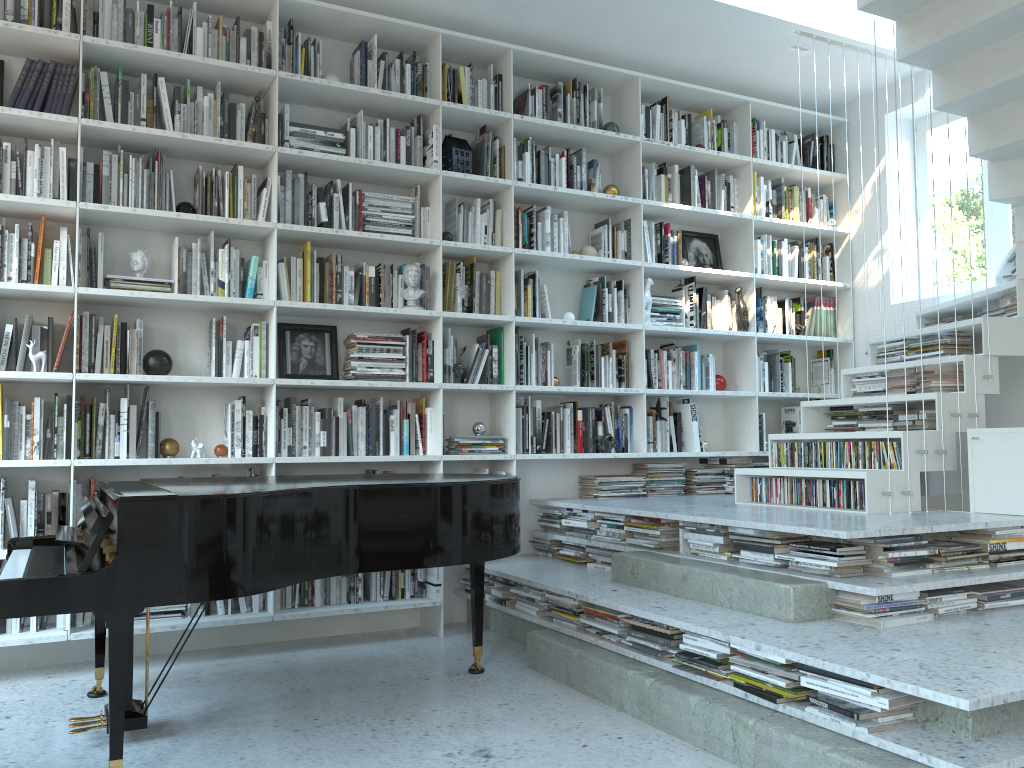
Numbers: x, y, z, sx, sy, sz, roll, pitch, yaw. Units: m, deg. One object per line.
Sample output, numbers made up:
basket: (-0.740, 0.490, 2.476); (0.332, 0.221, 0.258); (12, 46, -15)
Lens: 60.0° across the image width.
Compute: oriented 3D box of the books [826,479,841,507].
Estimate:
books: (1.505, 0.505, 4.105); (0.125, 0.125, 0.008); (1, -4, -27)

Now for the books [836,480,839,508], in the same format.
books: (1.532, 0.501, 4.052); (0.125, 0.125, 0.007); (1, -4, -27)

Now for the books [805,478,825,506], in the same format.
books: (1.445, 0.514, 4.223); (0.125, 0.125, 0.008); (1, -4, -27)

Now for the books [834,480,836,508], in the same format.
books: (1.525, 0.502, 4.065); (0.125, 0.125, 0.007); (1, -4, -27)

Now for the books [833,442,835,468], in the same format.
books: (1.594, 0.341, 4.263); (0.125, 0.125, 0.008); (1, -4, -27)

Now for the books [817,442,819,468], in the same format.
books: (1.547, 0.348, 4.355); (0.125, 0.125, 0.007); (1, -4, -27)

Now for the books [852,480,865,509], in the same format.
books: (1.574, 0.495, 3.970); (0.125, 0.125, 0.010); (1, -4, -27)

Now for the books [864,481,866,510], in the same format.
books: (1.603, 0.491, 3.913); (0.125, 0.125, 0.009); (1, -4, -27)

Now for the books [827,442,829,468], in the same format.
books: (1.576, 0.344, 4.298); (0.125, 0.125, 0.010); (1, -4, -27)

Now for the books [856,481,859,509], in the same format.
books: (1.584, 0.493, 3.949); (0.125, 0.125, 0.010); (1, -4, -27)

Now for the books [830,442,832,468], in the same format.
books: (1.585, 0.343, 4.282); (0.125, 0.125, 0.008); (1, -4, -27)

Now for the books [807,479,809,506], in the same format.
books: (1.452, 0.513, 4.210); (0.125, 0.125, 0.008); (1, -4, -27)

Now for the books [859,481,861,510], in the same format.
books: (1.589, 0.493, 3.939); (0.125, 0.125, 0.013); (1, -4, -27)

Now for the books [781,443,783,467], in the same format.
books: (1.437, 0.365, 4.572); (0.125, 0.125, 0.010); (1, -4, -27)

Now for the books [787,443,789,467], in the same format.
books: (1.457, 0.362, 4.534); (0.125, 0.125, 0.007); (1, -4, -27)

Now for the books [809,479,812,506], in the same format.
books: (1.458, 0.512, 4.197); (0.125, 0.125, 0.008); (1, -4, -27)

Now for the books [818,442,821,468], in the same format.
books: (1.552, 0.348, 4.347); (0.125, 0.125, 0.010); (1, -4, -27)

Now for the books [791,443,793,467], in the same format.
books: (1.468, 0.360, 4.511); (0.125, 0.125, 0.010); (1, -4, -27)

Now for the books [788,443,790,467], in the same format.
books: (1.460, 0.361, 4.527); (0.125, 0.125, 0.008); (1, -4, -27)

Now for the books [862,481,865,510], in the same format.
books: (1.598, 0.491, 3.921); (0.125, 0.125, 0.011); (1, -4, -27)

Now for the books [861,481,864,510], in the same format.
books: (1.594, 0.492, 3.930); (0.125, 0.125, 0.009); (1, -4, -27)

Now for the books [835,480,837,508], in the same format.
books: (1.528, 0.502, 4.059); (0.125, 0.125, 0.007); (1, -4, -27)

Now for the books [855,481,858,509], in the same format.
books: (1.579, 0.494, 3.959); (0.125, 0.125, 0.014); (1, -4, -27)

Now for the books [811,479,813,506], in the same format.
books: (1.462, 0.512, 4.190); (0.125, 0.125, 0.007); (1, -4, -27)

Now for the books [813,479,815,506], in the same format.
books: (1.469, 0.511, 4.175); (0.125, 0.125, 0.008); (1, -4, -27)

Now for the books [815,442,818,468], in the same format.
books: (1.543, 0.349, 4.364); (0.125, 0.125, 0.009); (1, -4, -27)

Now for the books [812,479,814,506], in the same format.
books: (1.465, 0.511, 4.183); (0.125, 0.125, 0.008); (1, -4, -27)

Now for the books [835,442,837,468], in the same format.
books: (1.598, 0.341, 4.256); (0.125, 0.125, 0.007); (1, -4, -27)

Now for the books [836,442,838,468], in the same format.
books: (1.601, 0.340, 4.249); (0.125, 0.125, 0.008); (1, -4, -27)

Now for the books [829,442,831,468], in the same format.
books: (1.581, 0.343, 4.289); (0.125, 0.125, 0.008); (1, -4, -27)

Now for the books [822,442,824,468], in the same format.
books: (1.562, 0.346, 4.326); (0.125, 0.125, 0.010); (1, -4, -27)

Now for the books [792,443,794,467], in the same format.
books: (1.473, 0.360, 4.502); (0.125, 0.125, 0.010); (1, -4, -27)

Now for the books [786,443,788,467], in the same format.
books: (1.453, 0.362, 4.541); (0.125, 0.125, 0.007); (1, -4, -27)

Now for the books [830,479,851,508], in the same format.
books: (1.516, 0.504, 4.083); (0.125, 0.125, 0.012); (1, -4, -27)

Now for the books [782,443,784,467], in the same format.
books: (1.441, 0.364, 4.564); (0.125, 0.125, 0.012); (1, -4, -27)

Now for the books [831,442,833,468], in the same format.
books: (1.588, 0.342, 4.276); (0.125, 0.125, 0.008); (1, -4, -27)

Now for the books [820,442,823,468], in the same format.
books: (1.557, 0.347, 4.336); (0.125, 0.125, 0.014); (1, -4, -27)

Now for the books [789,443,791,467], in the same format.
books: (1.464, 0.361, 4.520); (0.125, 0.125, 0.008); (1, -4, -27)

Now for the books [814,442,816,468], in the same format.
books: (1.540, 0.350, 4.371); (0.125, 0.125, 0.010); (1, -4, -27)

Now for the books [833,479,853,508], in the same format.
books: (1.521, 0.503, 4.073); (0.125, 0.125, 0.008); (1, -4, -27)

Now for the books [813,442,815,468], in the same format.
books: (1.534, 0.350, 4.381); (0.125, 0.125, 0.012); (1, -4, -27)

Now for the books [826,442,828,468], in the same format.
books: (1.573, 0.345, 4.305); (0.125, 0.125, 0.007); (1, -4, -27)

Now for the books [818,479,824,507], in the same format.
books: (1.483, 0.508, 4.148); (0.125, 0.125, 0.008); (1, -4, -27)

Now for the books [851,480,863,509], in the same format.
books: (1.569, 0.496, 3.978); (0.125, 0.125, 0.007); (1, -4, -27)

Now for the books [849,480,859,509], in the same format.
books: (1.565, 0.496, 3.987); (0.125, 0.125, 0.009); (1, -4, -27)

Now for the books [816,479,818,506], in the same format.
books: (1.476, 0.510, 4.162); (0.125, 0.125, 0.010); (1, -4, -27)

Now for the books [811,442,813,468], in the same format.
books: (1.530, 0.351, 4.390); (0.125, 0.125, 0.008); (1, -4, -27)

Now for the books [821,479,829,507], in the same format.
books: (1.490, 0.507, 4.135); (0.125, 0.125, 0.007); (1, -4, -27)

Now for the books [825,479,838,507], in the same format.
books: (1.501, 0.506, 4.112); (0.125, 0.125, 0.011); (1, -4, -27)

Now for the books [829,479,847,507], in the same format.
books: (1.512, 0.504, 4.090); (0.125, 0.125, 0.010); (1, -4, -27)

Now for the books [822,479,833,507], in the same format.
books: (1.493, 0.507, 4.128); (0.125, 0.125, 0.008); (1, -4, -27)

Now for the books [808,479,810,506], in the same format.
books: (1.455, 0.513, 4.203); (0.125, 0.125, 0.008); (1, -4, -27)

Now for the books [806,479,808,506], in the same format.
books: (1.448, 0.514, 4.216); (0.125, 0.125, 0.008); (1, -4, -27)

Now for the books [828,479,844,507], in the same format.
books: (1.509, 0.505, 4.097); (0.125, 0.125, 0.008); (1, -4, -27)

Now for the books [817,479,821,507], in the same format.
books: (1.480, 0.509, 4.155); (0.125, 0.125, 0.008); (1, -4, -27)

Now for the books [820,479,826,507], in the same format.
books: (1.487, 0.508, 4.141); (0.125, 0.125, 0.008); (1, -4, -27)

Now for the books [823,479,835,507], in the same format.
books: (1.498, 0.506, 4.119); (0.125, 0.125, 0.011); (1, -4, -27)

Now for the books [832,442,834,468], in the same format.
books: (1.591, 0.342, 4.269); (0.125, 0.125, 0.008); (1, -4, -27)
